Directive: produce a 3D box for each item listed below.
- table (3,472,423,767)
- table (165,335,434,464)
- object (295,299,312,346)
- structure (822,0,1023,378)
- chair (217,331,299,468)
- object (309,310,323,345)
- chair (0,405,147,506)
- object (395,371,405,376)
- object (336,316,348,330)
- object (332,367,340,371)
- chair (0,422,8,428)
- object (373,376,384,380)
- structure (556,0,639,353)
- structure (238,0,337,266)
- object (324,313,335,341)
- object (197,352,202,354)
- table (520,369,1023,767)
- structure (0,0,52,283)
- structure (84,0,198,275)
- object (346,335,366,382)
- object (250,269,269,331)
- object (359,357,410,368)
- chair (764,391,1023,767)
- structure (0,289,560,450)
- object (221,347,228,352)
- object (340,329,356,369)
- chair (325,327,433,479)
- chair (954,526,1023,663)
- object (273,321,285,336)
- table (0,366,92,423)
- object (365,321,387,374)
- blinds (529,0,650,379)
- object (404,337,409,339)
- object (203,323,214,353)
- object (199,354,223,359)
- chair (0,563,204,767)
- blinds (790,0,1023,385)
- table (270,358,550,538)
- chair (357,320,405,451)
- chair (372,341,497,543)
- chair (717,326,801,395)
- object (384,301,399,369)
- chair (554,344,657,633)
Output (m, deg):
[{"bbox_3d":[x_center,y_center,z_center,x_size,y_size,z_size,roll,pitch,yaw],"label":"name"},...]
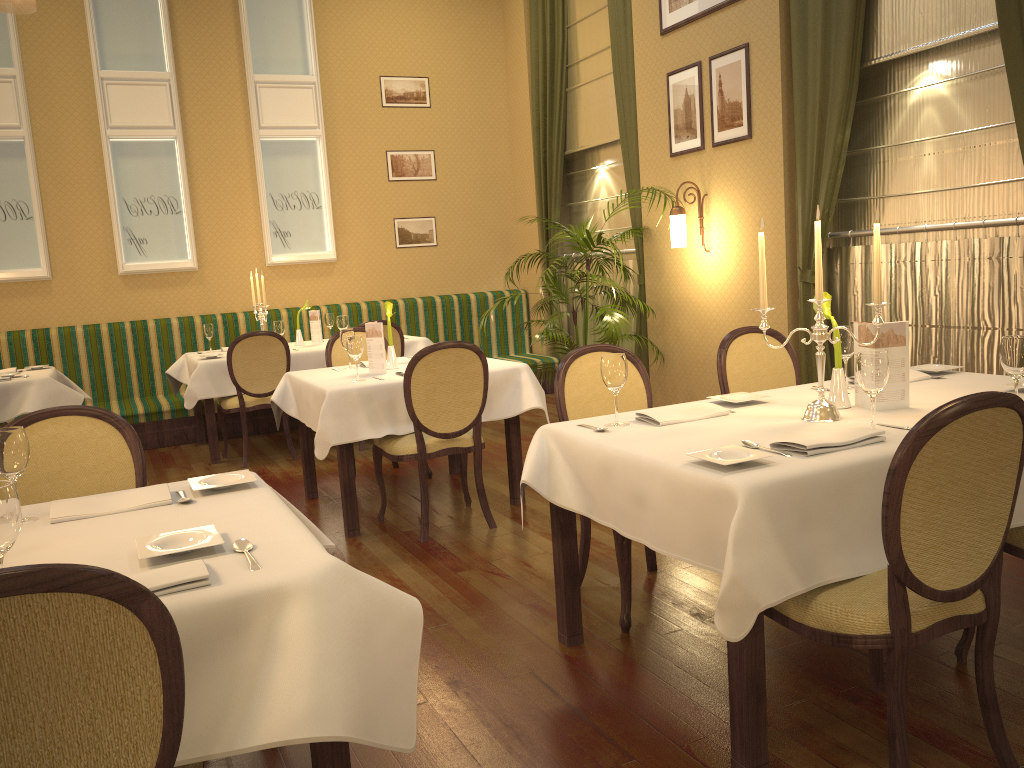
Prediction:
[{"bbox_3d":[-1.254,0.769,1.765,2.152,0.759,1.385,-7,8,-24],"label":"table"},{"bbox_3d":[-1.597,0.064,7.154,2.152,0.759,1.385,-7,8,-24],"label":"table"},{"bbox_3d":[-1.693,-0.502,7.177,0.163,0.375,0.076,-10,10,-37],"label":"object"},{"bbox_3d":[2.256,-1.794,4.879,0.134,4.511,1.900,-8,8,-24],"label":"structure"},{"bbox_3d":[-1.855,0.080,6.451,0.530,0.955,0.571,-8,8,-24],"label":"chair"},{"bbox_3d":[-1.574,-0.449,7.106,0.081,0.277,0.166,-5,8,-8],"label":"object"},{"bbox_3d":[-1.233,0.565,2.550,0.530,0.955,0.571,-8,8,-24],"label":"chair"},{"bbox_3d":[-0.465,-0.070,4.677,0.273,0.024,0.142,-8,8,-24],"label":"object"},{"bbox_3d":[-1.307,-0.412,6.861,0.088,0.229,0.088,-1,8,23],"label":"object"},{"bbox_3d":[-1.008,-0.084,5.098,0.017,0.010,0.185,-7,8,-23],"label":"object"},{"bbox_3d":[-3.530,0.301,5.680,0.530,0.955,0.571,-8,8,-24],"label":"chair"},{"bbox_3d":[-0.691,-0.033,4.558,0.017,0.010,0.185,-7,8,-24],"label":"object"},{"bbox_3d":[0.771,-2.118,8.035,0.123,4.511,1.942,-8,8,-24],"label":"structure"},{"bbox_3d":[-2.098,-2.615,8.217,0.670,2.985,0.200,-8,8,-24],"label":"structure"},{"bbox_3d":[-1.540,-0.485,7.515,0.088,0.229,0.088,-1,8,23],"label":"object"},{"bbox_3d":[-2.501,-0.252,7.095,0.038,0.015,0.181,-7,8,-23],"label":"object"},{"bbox_3d":[1.159,0.451,2.873,2.152,0.759,1.385,-7,8,-24],"label":"table"},{"bbox_3d":[-4.323,-2.322,7.196,0.687,2.985,0.200,-8,8,-24],"label":"structure"},{"bbox_3d":[-3.244,-2.464,7.691,0.661,2.985,0.200,-8,8,-24],"label":"structure"},{"bbox_3d":[-0.791,-0.129,4.499,0.088,0.229,0.088,-1,8,23],"label":"object"},{"bbox_3d":[-1.983,-0.593,6.984,0.131,0.655,0.390,-7,8,-19],"label":"object"},{"bbox_3d":[-0.747,-0.127,5.213,0.273,0.033,0.142,-8,8,-24],"label":"object"},{"bbox_3d":[0.901,0.468,2.170,0.530,0.955,0.571,-8,8,-24],"label":"chair"},{"bbox_3d":[-6.261,0.401,6.097,14.516,1.031,0.850,-8,8,-24],"label":"structure"},{"bbox_3d":[-2.202,-0.290,7.168,0.273,0.033,0.142,-8,8,-24],"label":"object"},{"bbox_3d":[-0.944,-0.203,5.125,0.088,0.229,0.088,-1,8,23],"label":"object"},{"bbox_3d":[-0.872,0.127,5.599,0.530,0.955,0.571,-8,8,-24],"label":"chair"},{"bbox_3d":[1.661,0.367,2.519,0.530,0.955,0.571,-8,8,-24],"label":"chair"},{"bbox_3d":[-1.762,-0.363,6.727,0.088,0.229,0.088,-1,8,23],"label":"object"},{"bbox_3d":[-4.033,0.385,6.036,2.152,0.759,1.385,-7,8,-24],"label":"table"},{"bbox_3d":[-0.742,-0.193,4.787,0.081,0.277,0.166,-7,8,-18],"label":"object"},{"bbox_3d":[0.668,-2.116,7.984,0.225,4.537,1.934,-8,9,-25],"label":"blinds"},{"bbox_3d":[-0.864,-0.371,7.128,0.038,0.015,0.181,-7,8,-23],"label":"object"},{"bbox_3d":[-2.427,-0.368,7.113,0.088,0.229,0.088,-1,8,23],"label":"object"},{"bbox_3d":[-2.207,-0.198,6.514,0.160,0.024,0.160,-8,8,-24],"label":"object"},{"bbox_3d":[-0.751,0.685,1.411,0.530,0.955,0.571,-8,8,-24],"label":"chair"},{"bbox_3d":[2.151,-1.792,4.822,0.129,4.537,1.878,-8,8,-24],"label":"blinds"},{"bbox_3d":[-0.571,0.287,4.976,1.395,0.759,1.389,-7,8,-23],"label":"table"},{"bbox_3d":[-1.081,-0.017,6.770,0.530,0.955,0.571,-8,8,-24],"label":"chair"},{"bbox_3d":[-0.390,0.248,4.460,0.530,0.955,0.571,-8,8,-24],"label":"chair"},{"bbox_3d":[1.179,0.247,3.658,0.530,0.955,0.571,-8,8,-24],"label":"chair"},{"bbox_3d":[-0.684,-0.276,4.990,0.076,0.375,0.163,-4,8,-3],"label":"object"},{"bbox_3d":[0.482,0.339,3.338,0.530,0.955,0.571,-8,8,-24],"label":"chair"}]
